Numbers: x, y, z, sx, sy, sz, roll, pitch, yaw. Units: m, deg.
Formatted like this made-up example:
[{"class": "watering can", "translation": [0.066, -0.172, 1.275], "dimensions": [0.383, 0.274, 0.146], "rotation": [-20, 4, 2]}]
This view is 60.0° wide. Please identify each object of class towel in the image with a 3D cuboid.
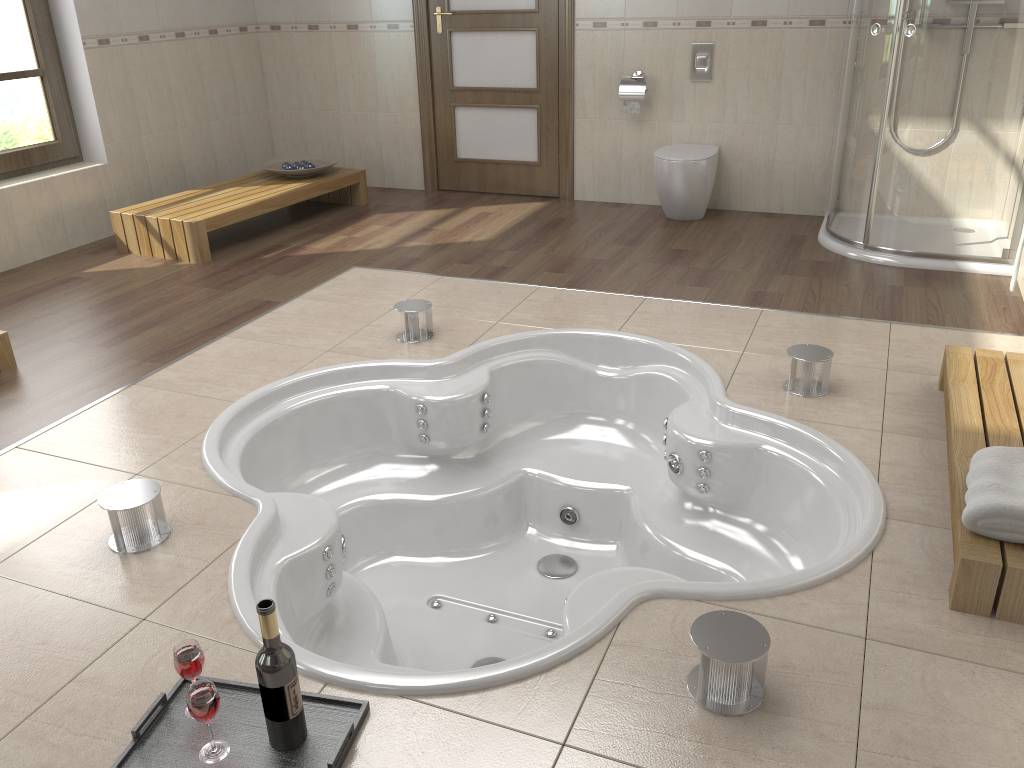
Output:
[{"class": "towel", "translation": [1.169, 0.248, 2.030], "dimensions": [0.233, 0.099, 0.331], "rotation": [11, 27, 25]}, {"class": "towel", "translation": [2.044, -0.672, 3.460], "dimensions": [0.083, 0.635, 0.280], "rotation": [9, 26, 22]}]

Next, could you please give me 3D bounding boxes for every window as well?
[{"class": "window", "translation": [-2.724, -1.946, 4.161], "dimensions": [0.117, 1.934, 1.188], "rotation": [8, 26, 21]}]

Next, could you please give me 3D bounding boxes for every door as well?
[{"class": "door", "translation": [-0.121, -2.187, 5.446], "dimensions": [0.861, 2.026, 0.102], "rotation": [7, 26, 19]}]

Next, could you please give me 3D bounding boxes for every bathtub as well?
[{"class": "bathtub", "translation": [0.026, 0.493, 2.784], "dimensions": [1.751, 0.674, 1.754], "rotation": [-11, 26, -20]}]

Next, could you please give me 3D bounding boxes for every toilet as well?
[{"class": "toilet", "translation": [0.994, -1.143, 5.090], "dimensions": [0.337, 0.388, 0.519], "rotation": [8, 26, 21]}]

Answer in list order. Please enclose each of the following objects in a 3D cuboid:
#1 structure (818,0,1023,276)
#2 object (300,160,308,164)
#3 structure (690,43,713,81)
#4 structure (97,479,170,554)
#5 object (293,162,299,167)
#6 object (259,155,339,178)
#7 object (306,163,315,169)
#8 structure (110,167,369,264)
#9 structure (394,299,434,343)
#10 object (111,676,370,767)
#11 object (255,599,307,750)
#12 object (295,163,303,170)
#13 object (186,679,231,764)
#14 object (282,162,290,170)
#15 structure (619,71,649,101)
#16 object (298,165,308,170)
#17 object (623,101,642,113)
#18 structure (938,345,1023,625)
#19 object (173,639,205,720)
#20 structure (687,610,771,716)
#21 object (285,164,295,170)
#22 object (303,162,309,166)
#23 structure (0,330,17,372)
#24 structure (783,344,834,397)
[{"class": "structure", "translation": [2.023, -1.598, 4.173], "dimensions": [0.900, 1.917, 0.900], "rotation": [8, 26, 21]}, {"class": "object", "translation": [-1.307, -1.379, 5.586], "dimensions": [0.060, 0.060, 0.060], "rotation": [8, 26, 20]}, {"class": "structure", "translation": [1.075, -1.827, 5.034], "dimensions": [0.120, 0.200, 0.010], "rotation": [8, 26, 21]}, {"class": "structure", "translation": [-0.965, 0.337, 2.268], "dimensions": [0.150, 0.131, 0.150], "rotation": [11, 27, 25]}, {"class": "object", "translation": [-1.343, -1.357, 5.540], "dimensions": [0.060, 0.060, 0.060], "rotation": [8, 26, 20]}, {"class": "object", "translation": [-1.318, -1.338, 5.509], "dimensions": [0.487, 0.076, 0.487], "rotation": [-10, 26, -19]}, {"class": "object", "translation": [-1.248, -1.339, 5.483], "dimensions": [0.060, 0.060, 0.060], "rotation": [8, 26, 20]}, {"class": "structure", "translation": [-1.537, -1.042, 5.229], "dimensions": [0.620, 0.220, 1.450], "rotation": [11, 27, 26]}, {"class": "structure", "translation": [-0.389, -0.251, 3.522], "dimensions": [0.150, 0.131, 0.150], "rotation": [-6, 25, -10]}, {"class": "object", "translation": [-0.500, 0.653, 1.653], "dimensions": [0.400, 0.040, 0.250], "rotation": [4, 25, 12]}, {"class": "object", "translation": [-0.422, 0.519, 1.596], "dimensions": [0.070, 0.307, 0.070], "rotation": [-6, 25, -9]}, {"class": "object", "translation": [-1.311, -1.334, 5.486], "dimensions": [0.060, 0.060, 0.060], "rotation": [8, 26, 20]}, {"class": "object", "translation": [-0.548, 0.607, 1.598], "dimensions": [0.055, 0.153, 0.055], "rotation": [5, 25, 15]}, {"class": "object", "translation": [-1.402, -1.352, 5.522], "dimensions": [0.060, 0.060, 0.060], "rotation": [8, 26, 20]}, {"class": "structure", "translation": [0.721, -1.734, 5.154], "dimensions": [0.170, 0.151, 0.154], "rotation": [8, 26, 21]}, {"class": "object", "translation": [-1.282, -1.314, 5.436], "dimensions": [0.060, 0.060, 0.060], "rotation": [8, 26, 20]}, {"class": "object", "translation": [0.708, -1.659, 5.167], "dimensions": [0.098, 0.151, 0.090], "rotation": [8, 26, 21]}, {"class": "structure", "translation": [1.326, 0.201, 2.411], "dimensions": [0.260, 0.140, 1.280], "rotation": [8, 26, 21]}, {"class": "object", "translation": [-0.610, 0.563, 1.697], "dimensions": [0.055, 0.153, 0.055], "rotation": [5, 25, 15]}, {"class": "structure", "translation": [0.420, 0.542, 1.728], "dimensions": [0.150, 0.131, 0.150], "rotation": [13, 28, 30]}, {"class": "object", "translation": [-1.371, -1.328, 5.472], "dimensions": [0.060, 0.060, 0.060], "rotation": [8, 26, 20]}, {"class": "object", "translation": [-1.280, -1.357, 5.534], "dimensions": [0.060, 0.060, 0.060], "rotation": [8, 26, 20]}, {"class": "structure", "translation": [-2.420, 0.075, 2.928], "dimensions": [0.620, 0.140, 1.280], "rotation": [8, 26, 21]}, {"class": "structure", "translation": [0.995, -0.046, 2.983], "dimensions": [0.150, 0.131, 0.150], "rotation": [4, 25, 12]}]
